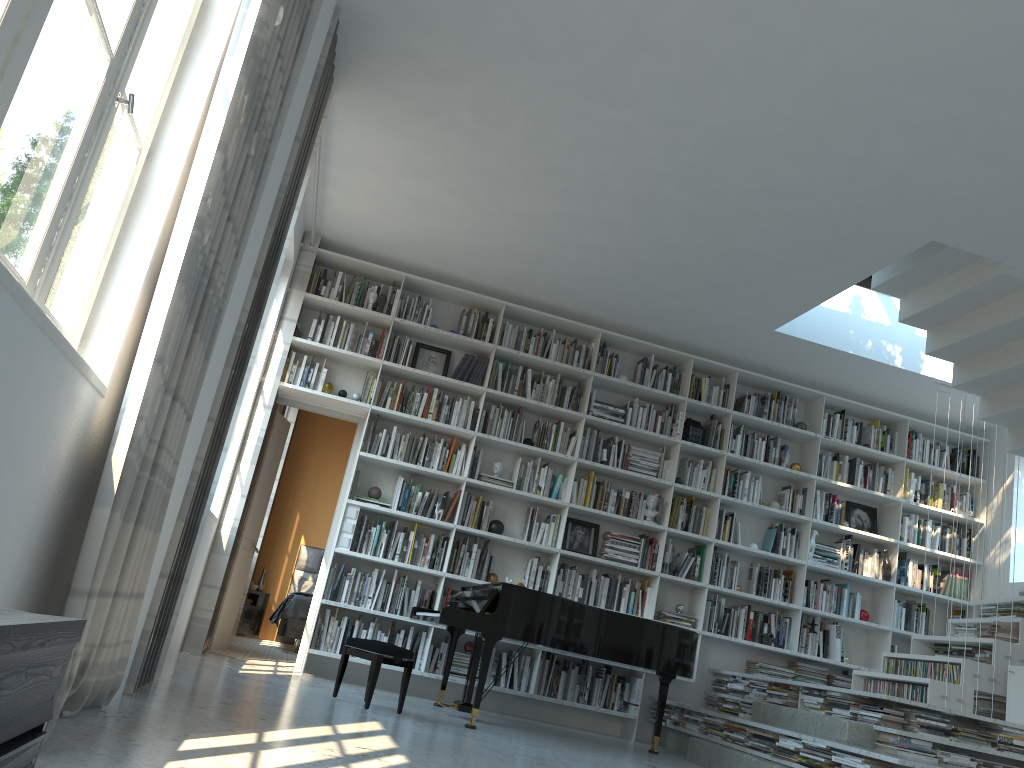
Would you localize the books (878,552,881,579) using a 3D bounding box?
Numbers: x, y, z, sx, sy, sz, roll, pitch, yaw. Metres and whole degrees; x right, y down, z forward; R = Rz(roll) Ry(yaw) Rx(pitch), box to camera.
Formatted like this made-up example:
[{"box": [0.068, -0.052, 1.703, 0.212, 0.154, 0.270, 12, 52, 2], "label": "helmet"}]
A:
[{"box": [3.142, 1.596, 7.708, 0.024, 0.254, 0.145, 15, -16, -10], "label": "books"}]

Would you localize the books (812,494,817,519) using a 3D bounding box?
[{"box": [2.584, 1.083, 7.684, 0.011, 0.247, 0.156, 15, -16, -10], "label": "books"}]

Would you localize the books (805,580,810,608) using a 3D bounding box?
[{"box": [2.458, 1.779, 7.481, 0.047, 0.243, 0.177, 15, -16, -10], "label": "books"}]

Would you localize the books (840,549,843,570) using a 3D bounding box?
[{"box": [2.799, 1.512, 7.657, 0.023, 0.246, 0.138, 15, -16, -10], "label": "books"}]

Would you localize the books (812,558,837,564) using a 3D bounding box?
[{"box": [2.626, 1.518, 7.599, 0.254, 0.012, 0.161, 14, -17, -8], "label": "books"}]

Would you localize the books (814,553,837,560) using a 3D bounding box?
[{"box": [2.633, 1.485, 7.613, 0.254, 0.012, 0.161, 15, -17, -10], "label": "books"}]

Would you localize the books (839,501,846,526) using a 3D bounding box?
[{"box": [2.829, 1.148, 7.719, 0.026, 0.243, 0.178, 15, -16, -10], "label": "books"}]

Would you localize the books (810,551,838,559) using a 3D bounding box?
[{"box": [2.641, 1.472, 7.606, 0.254, 0.012, 0.161, 14, -17, -5], "label": "books"}]

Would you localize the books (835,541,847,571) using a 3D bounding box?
[{"box": [2.830, 1.499, 7.659, 0.012, 0.284, 0.160, 15, -16, -10], "label": "books"}]

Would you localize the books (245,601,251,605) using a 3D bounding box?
[{"box": [-3.150, 2.549, 10.368, 0.128, 0.030, 0.183, 9, -17, 11], "label": "books"}]

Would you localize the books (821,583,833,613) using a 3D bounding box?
[{"box": [2.635, 1.816, 7.499, 0.028, 0.254, 0.192, 15, -16, -10], "label": "books"}]

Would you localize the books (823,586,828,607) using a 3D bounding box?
[{"box": [2.608, 1.828, 7.514, 0.012, 0.229, 0.179, 15, -16, -10], "label": "books"}]

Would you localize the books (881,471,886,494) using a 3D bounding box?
[{"box": [3.255, 0.901, 7.889, 0.030, 0.240, 0.162, 15, -16, -10], "label": "books"}]

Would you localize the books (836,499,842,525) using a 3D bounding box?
[{"box": [2.805, 1.140, 7.726, 0.021, 0.252, 0.167, 15, -16, -10], "label": "books"}]

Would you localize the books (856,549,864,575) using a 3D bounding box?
[{"box": [2.975, 1.557, 7.672, 0.031, 0.241, 0.147, 15, -16, -10], "label": "books"}]

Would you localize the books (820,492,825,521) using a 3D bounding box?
[{"box": [2.661, 1.089, 7.715, 0.012, 0.284, 0.160, 15, -16, -10], "label": "books"}]

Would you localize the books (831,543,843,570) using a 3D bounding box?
[{"box": [2.788, 1.500, 7.638, 0.012, 0.253, 0.161, 15, -16, -10], "label": "books"}]

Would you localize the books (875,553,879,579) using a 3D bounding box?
[{"box": [3.113, 1.592, 7.686, 0.041, 0.238, 0.177, 15, -16, -10], "label": "books"}]

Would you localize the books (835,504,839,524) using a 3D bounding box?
[{"box": [2.775, 1.152, 7.716, 0.033, 0.212, 0.153, 15, -16, -10], "label": "books"}]

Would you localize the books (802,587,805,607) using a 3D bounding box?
[{"box": [2.405, 1.794, 7.470, 0.023, 0.186, 0.160, 15, -16, -10], "label": "books"}]

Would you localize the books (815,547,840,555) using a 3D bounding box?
[{"box": [2.648, 1.438, 7.616, 0.285, 0.012, 0.160, 17, -17, -15], "label": "books"}]

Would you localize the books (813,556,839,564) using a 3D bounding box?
[{"box": [2.630, 1.507, 7.602, 0.285, 0.012, 0.160, 16, -17, -12], "label": "books"}]

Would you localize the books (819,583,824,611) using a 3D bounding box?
[{"box": [2.565, 1.812, 7.509, 0.026, 0.238, 0.177, 15, -16, -10], "label": "books"}]

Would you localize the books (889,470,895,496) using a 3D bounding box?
[{"box": [3.344, 0.914, 7.912, 0.031, 0.264, 0.170, 15, -16, -10], "label": "books"}]

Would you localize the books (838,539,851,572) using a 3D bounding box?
[{"box": [2.848, 1.489, 7.638, 0.011, 0.299, 0.184, 15, -16, -10], "label": "books"}]

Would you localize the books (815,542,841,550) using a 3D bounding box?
[{"box": [2.656, 1.395, 7.635, 0.285, 0.012, 0.160, 14, -17, -8], "label": "books"}]

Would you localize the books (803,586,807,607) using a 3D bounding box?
[{"box": [2.426, 1.801, 7.471, 0.022, 0.183, 0.163, 15, -16, -10], "label": "books"}]

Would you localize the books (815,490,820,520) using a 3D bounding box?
[{"box": [2.623, 1.075, 7.702, 0.065, 0.288, 0.146, 15, -16, -10], "label": "books"}]

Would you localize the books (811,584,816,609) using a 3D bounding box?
[{"box": [2.507, 1.802, 7.486, 0.011, 0.222, 0.163, 15, -16, -10], "label": "books"}]

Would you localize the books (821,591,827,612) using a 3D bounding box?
[{"box": [2.587, 1.843, 7.495, 0.028, 0.181, 0.186, 15, -16, -10], "label": "books"}]

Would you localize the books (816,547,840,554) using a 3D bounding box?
[{"box": [2.649, 1.428, 7.626, 0.285, 0.012, 0.160, 14, -17, -8], "label": "books"}]

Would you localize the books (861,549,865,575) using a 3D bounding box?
[{"box": [3.002, 1.566, 7.696, 0.031, 0.249, 0.133, 15, -16, -10], "label": "books"}]

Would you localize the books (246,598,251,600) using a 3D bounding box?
[{"box": [-3.147, 2.510, 10.387, 0.133, 0.012, 0.189, 10, -17, 6], "label": "books"}]

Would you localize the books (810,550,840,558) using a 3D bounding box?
[{"box": [2.642, 1.462, 7.614, 0.285, 0.012, 0.160, 16, -17, -13], "label": "books"}]

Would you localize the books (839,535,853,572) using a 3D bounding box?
[{"box": [2.863, 1.473, 7.645, 0.010, 0.338, 0.180, 15, -16, -10], "label": "books"}]

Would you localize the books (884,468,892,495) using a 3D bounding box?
[{"box": [3.318, 0.899, 7.911, 0.026, 0.283, 0.147, 15, -16, -10], "label": "books"}]

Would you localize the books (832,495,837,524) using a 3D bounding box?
[{"box": [2.761, 1.111, 7.718, 0.014, 0.284, 0.176, 15, -16, -10], "label": "books"}]

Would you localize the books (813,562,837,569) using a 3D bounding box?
[{"box": [2.620, 1.551, 7.585, 0.254, 0.012, 0.161, 16, -17, -14], "label": "books"}]

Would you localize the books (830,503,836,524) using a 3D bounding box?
[{"box": [2.743, 1.141, 7.694, 0.013, 0.206, 0.190, 15, -16, -10], "label": "books"}]

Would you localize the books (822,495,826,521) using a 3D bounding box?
[{"box": [2.684, 1.106, 7.727, 0.043, 0.268, 0.131, 15, -16, -10], "label": "books"}]

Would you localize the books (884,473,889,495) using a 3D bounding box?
[{"box": [3.290, 0.917, 7.904, 0.022, 0.233, 0.159, 15, -16, -10], "label": "books"}]

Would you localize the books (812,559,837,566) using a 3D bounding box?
[{"box": [2.625, 1.529, 7.591, 0.254, 0.012, 0.161, 14, -17, -6], "label": "books"}]

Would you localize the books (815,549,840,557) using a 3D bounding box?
[{"box": [2.644, 1.451, 7.619, 0.285, 0.012, 0.160, 14, -17, -8], "label": "books"}]

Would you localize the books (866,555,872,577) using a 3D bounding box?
[{"box": [3.054, 1.595, 7.693, 0.025, 0.212, 0.156, 15, -16, -10], "label": "books"}]

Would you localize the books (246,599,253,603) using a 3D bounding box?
[{"box": [-3.149, 2.523, 10.374, 0.133, 0.022, 0.189, -2, -21, 38], "label": "books"}]

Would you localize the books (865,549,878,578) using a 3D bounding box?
[{"box": [3.087, 1.569, 7.683, 0.021, 0.270, 0.192, 15, -16, -10], "label": "books"}]

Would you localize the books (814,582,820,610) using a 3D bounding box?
[{"box": [2.535, 1.796, 7.489, 0.045, 0.245, 0.186, 15, -16, -10], "label": "books"}]

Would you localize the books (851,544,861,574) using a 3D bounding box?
[{"box": [2.928, 1.523, 7.662, 0.059, 0.281, 0.167, 15, -16, -10], "label": "books"}]

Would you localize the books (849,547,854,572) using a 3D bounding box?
[{"box": [2.870, 1.528, 7.642, 0.030, 0.236, 0.179, 15, -16, -10], "label": "books"}]

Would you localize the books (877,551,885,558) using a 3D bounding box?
[{"box": [3.214, 1.606, 7.740, 0.029, 0.283, 0.139, 15, -16, -10], "label": "books"}]

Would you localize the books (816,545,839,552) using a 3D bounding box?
[{"box": [2.651, 1.417, 7.629, 0.254, 0.012, 0.161, 14, -17, -8], "label": "books"}]

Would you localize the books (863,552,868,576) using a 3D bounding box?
[{"box": [3.029, 1.580, 7.698, 0.028, 0.234, 0.129, 15, -16, -10], "label": "books"}]

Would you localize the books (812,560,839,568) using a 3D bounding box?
[{"box": [2.623, 1.539, 7.585, 0.285, 0.012, 0.160, 14, -17, -5], "label": "books"}]

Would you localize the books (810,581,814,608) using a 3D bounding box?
[{"box": [2.490, 1.789, 7.498, 0.024, 0.246, 0.143, 15, -16, -10], "label": "books"}]

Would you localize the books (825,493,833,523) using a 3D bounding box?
[{"box": [2.717, 1.099, 7.712, 0.012, 0.286, 0.177, 15, -16, -10], "label": "books"}]

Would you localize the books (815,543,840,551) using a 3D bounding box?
[{"box": [2.653, 1.406, 7.632, 0.285, 0.012, 0.160, 16, -17, -12], "label": "books"}]

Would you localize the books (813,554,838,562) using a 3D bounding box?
[{"box": [2.633, 1.494, 7.599, 0.254, 0.012, 0.161, 17, -17, -15], "label": "books"}]

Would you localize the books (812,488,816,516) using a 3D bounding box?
[{"box": [2.575, 1.057, 7.697, 0.015, 0.300, 0.141, 15, -16, -10], "label": "books"}]
